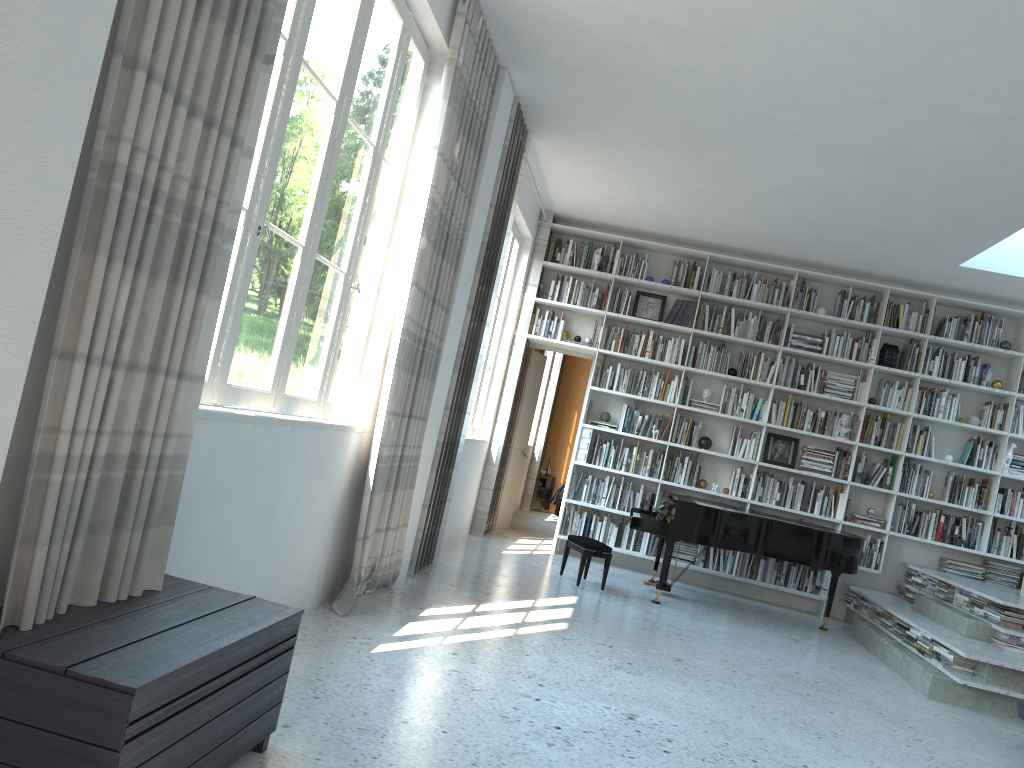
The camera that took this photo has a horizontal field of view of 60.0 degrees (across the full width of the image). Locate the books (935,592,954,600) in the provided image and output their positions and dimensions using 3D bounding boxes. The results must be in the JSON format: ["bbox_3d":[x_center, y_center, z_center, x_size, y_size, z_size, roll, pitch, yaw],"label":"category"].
[{"bbox_3d":[3.607,1.753,7.279,0.177,0.014,0.247,12,-3,6],"label":"books"}]

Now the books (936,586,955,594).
[{"bbox_3d":[3.619,1.704,7.281,0.178,0.017,0.293,12,-3,9],"label":"books"}]

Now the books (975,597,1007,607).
[{"bbox_3d":[3.533,1.604,6.548,0.170,0.008,0.208,12,-3,11],"label":"books"}]

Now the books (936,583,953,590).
[{"bbox_3d":[3.621,1.679,7.282,0.186,0.009,0.261,12,-3,7],"label":"books"}]

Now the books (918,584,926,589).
[{"bbox_3d":[3.707,1.806,7.861,0.131,0.021,0.240,12,-3,10],"label":"books"}]

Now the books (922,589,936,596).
[{"bbox_3d":[3.639,1.797,7.563,0.183,0.012,0.296,12,-3,7],"label":"books"}]

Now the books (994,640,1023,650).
[{"bbox_3d":[3.445,1.790,6.046,0.264,0.006,0.165,12,-3,9],"label":"books"}]

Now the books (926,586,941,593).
[{"bbox_3d":[3.649,1.769,7.563,0.164,0.023,0.242,12,-3,12],"label":"books"}]

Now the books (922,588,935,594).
[{"bbox_3d":[3.637,1.784,7.564,0.190,0.012,0.235,12,-3,6],"label":"books"}]

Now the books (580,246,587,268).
[{"bbox_3d":[0.713,-1.236,8.829,0.030,0.257,0.130,12,-2,8],"label":"books"}]

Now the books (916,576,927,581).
[{"bbox_3d":[3.701,1.743,7.866,0.171,0.007,0.206,12,-3,10],"label":"books"}]

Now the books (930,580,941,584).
[{"bbox_3d":[3.674,1.704,7.565,0.160,0.010,0.179,12,-3,8],"label":"books"}]

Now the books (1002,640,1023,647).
[{"bbox_3d":[3.449,1.769,6.040,0.210,0.012,0.168,12,-3,12],"label":"books"}]

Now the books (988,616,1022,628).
[{"bbox_3d":[3.480,1.683,6.269,0.161,0.014,0.212,12,-3,12],"label":"books"}]

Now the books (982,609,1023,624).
[{"bbox_3d":[3.481,1.648,6.272,0.184,0.014,0.297,12,-3,7],"label":"books"}]

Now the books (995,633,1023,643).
[{"bbox_3d":[3.456,1.747,6.057,0.257,0.010,0.132,12,-3,12],"label":"books"}]

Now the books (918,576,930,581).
[{"bbox_3d":[3.709,1.735,7.866,0.143,0.012,0.264,12,-3,13],"label":"books"}]

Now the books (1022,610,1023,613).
[{"bbox_3d":[3.710,1.622,6.161,0.261,0.016,0.129,12,-3,7],"label":"books"}]

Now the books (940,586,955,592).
[{"bbox_3d":[3.625,1.691,7.281,0.160,0.012,0.254,12,-3,12],"label":"books"}]

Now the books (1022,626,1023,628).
[{"bbox_3d":[3.687,1.720,6.146,0.227,0.013,0.148,12,-3,6],"label":"books"}]

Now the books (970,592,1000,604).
[{"bbox_3d":[3.522,1.587,6.551,0.189,0.022,0.238,12,-3,13],"label":"books"}]

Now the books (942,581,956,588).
[{"bbox_3d":[3.642,1.652,7.282,0.139,0.028,0.262,12,-3,13],"label":"books"}]

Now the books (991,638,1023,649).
[{"bbox_3d":[3.447,1.784,6.046,0.285,0.008,0.159,12,-3,6],"label":"books"}]

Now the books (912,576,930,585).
[{"bbox_3d":[3.686,1.758,7.867,0.189,0.030,0.238,12,-3,5],"label":"books"}]

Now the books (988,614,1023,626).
[{"bbox_3d":[3.489,1.670,6.269,0.152,0.015,0.208,12,-3,5],"label":"books"}]

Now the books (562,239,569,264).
[{"bbox_3d":[0.531,-1.288,8.840,0.010,0.281,0.160,12,-2,8],"label":"books"}]

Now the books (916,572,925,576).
[{"bbox_3d":[3.716,1.708,7.867,0.159,0.007,0.285,12,-3,7],"label":"books"}]

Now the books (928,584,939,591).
[{"bbox_3d":[3.665,1.751,7.563,0.154,0.018,0.221,12,-3,7],"label":"books"}]

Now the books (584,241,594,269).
[{"bbox_3d":[0.761,-1.255,8.821,0.029,0.314,0.129,12,-2,8],"label":"books"}]

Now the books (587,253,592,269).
[{"bbox_3d":[0.771,-1.188,8.804,0.024,0.187,0.159,12,-3,8],"label":"books"}]

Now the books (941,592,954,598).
[{"bbox_3d":[3.632,1.742,7.277,0.138,0.017,0.237,12,-3,7],"label":"books"}]

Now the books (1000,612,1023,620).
[{"bbox_3d":[3.531,1.634,6.266,0.091,0.011,0.190,12,-3,6],"label":"books"}]

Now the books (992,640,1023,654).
[{"bbox_3d":[3.440,1.803,6.026,0.262,0.023,0.200,12,-3,6],"label":"books"}]

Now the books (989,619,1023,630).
[{"bbox_3d":[3.493,1.697,6.267,0.144,0.009,0.250,12,-3,8],"label":"books"}]

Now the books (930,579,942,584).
[{"bbox_3d":[3.676,1.693,7.565,0.148,0.013,0.220,12,-3,11],"label":"books"}]

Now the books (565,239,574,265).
[{"bbox_3d":[0.573,-1.280,8.832,0.028,0.283,0.189,12,-2,8],"label":"books"}]

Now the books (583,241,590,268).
[{"bbox_3d":[0.738,-1.255,8.813,0.014,0.304,0.145,12,-2,8],"label":"books"}]

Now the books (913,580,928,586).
[{"bbox_3d":[3.696,1.780,7.865,0.163,0.008,0.295,12,-3,6],"label":"books"}]

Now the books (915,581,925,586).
[{"bbox_3d":[3.697,1.789,7.864,0.152,0.009,0.259,12,-3,5],"label":"books"}]

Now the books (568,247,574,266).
[{"bbox_3d":[0.591,-1.237,8.817,0.030,0.206,0.175,12,-3,8],"label":"books"}]

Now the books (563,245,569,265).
[{"bbox_3d":[0.543,-1.257,8.845,0.024,0.227,0.157,12,-2,8],"label":"books"}]

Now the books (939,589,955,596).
[{"bbox_3d":[3.624,1.723,7.279,0.159,0.018,0.203,12,-3,6],"label":"books"}]

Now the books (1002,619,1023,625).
[{"bbox_3d":[3.498,1.662,6.269,0.134,0.006,0.227,12,-3,12],"label":"books"}]

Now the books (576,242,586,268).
[{"bbox_3d":[0.680,-1.257,8.817,0.039,0.282,0.182,12,-2,8],"label":"books"}]

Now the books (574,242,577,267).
[{"bbox_3d":[0.629,-1.258,8.808,0.057,0.262,0.191,12,-2,8],"label":"books"}]

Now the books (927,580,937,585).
[{"bbox_3d":[3.666,1.712,7.565,0.167,0.008,0.234,12,-3,7],"label":"books"}]

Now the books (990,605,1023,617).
[{"bbox_3d":[3.506,1.607,6.271,0.149,0.014,0.228,12,-3,6],"label":"books"}]

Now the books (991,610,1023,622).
[{"bbox_3d":[3.507,1.641,6.269,0.137,0.012,0.242,12,-3,9],"label":"books"}]

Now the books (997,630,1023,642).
[{"bbox_3d":[3.458,1.729,6.044,0.233,0.025,0.157,12,-3,3],"label":"books"}]

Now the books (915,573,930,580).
[{"bbox_3d":[3.712,1.720,7.867,0.163,0.018,0.290,12,-3,7],"label":"books"}]

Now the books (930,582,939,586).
[{"bbox_3d":[3.672,1.724,7.564,0.144,0.013,0.220,12,-3,11],"label":"books"}]

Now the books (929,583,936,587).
[{"bbox_3d":[3.672,1.737,7.563,0.150,0.013,0.215,12,-3,8],"label":"books"}]

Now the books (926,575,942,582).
[{"bbox_3d":[3.667,1.677,7.567,0.165,0.015,0.243,12,-3,3],"label":"books"}]

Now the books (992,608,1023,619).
[{"bbox_3d":[3.507,1.619,6.270,0.132,0.009,0.269,12,-3,12],"label":"books"}]

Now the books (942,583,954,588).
[{"bbox_3d":[3.649,1.674,7.279,0.128,0.013,0.296,12,-3,6],"label":"books"}]

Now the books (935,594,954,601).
[{"bbox_3d":[3.598,1.764,7.280,0.182,0.011,0.254,12,-3,12],"label":"books"}]

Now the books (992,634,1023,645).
[{"bbox_3d":[3.452,1.757,6.045,0.292,0.012,0.159,12,-3,11],"label":"books"}]

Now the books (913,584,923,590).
[{"bbox_3d":[3.685,1.821,7.863,0.173,0.017,0.233,12,-3,7],"label":"books"}]

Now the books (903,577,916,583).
[{"bbox_3d":[3.724,1.812,8.153,0.174,0.017,0.265,12,-3,11],"label":"books"}]
